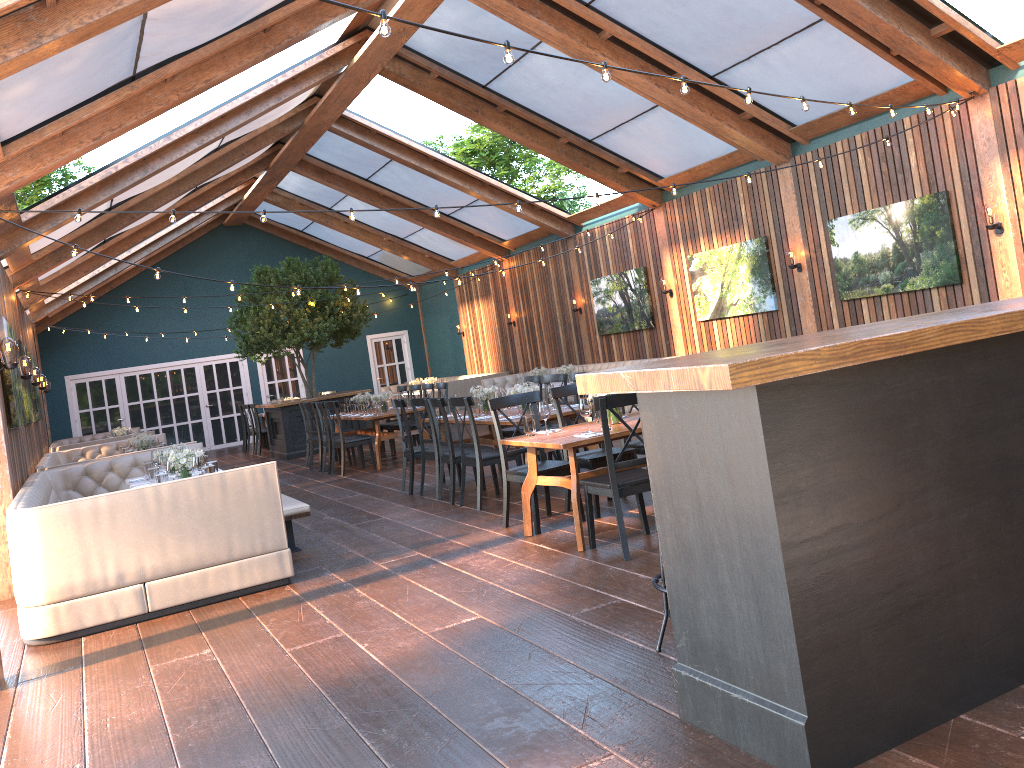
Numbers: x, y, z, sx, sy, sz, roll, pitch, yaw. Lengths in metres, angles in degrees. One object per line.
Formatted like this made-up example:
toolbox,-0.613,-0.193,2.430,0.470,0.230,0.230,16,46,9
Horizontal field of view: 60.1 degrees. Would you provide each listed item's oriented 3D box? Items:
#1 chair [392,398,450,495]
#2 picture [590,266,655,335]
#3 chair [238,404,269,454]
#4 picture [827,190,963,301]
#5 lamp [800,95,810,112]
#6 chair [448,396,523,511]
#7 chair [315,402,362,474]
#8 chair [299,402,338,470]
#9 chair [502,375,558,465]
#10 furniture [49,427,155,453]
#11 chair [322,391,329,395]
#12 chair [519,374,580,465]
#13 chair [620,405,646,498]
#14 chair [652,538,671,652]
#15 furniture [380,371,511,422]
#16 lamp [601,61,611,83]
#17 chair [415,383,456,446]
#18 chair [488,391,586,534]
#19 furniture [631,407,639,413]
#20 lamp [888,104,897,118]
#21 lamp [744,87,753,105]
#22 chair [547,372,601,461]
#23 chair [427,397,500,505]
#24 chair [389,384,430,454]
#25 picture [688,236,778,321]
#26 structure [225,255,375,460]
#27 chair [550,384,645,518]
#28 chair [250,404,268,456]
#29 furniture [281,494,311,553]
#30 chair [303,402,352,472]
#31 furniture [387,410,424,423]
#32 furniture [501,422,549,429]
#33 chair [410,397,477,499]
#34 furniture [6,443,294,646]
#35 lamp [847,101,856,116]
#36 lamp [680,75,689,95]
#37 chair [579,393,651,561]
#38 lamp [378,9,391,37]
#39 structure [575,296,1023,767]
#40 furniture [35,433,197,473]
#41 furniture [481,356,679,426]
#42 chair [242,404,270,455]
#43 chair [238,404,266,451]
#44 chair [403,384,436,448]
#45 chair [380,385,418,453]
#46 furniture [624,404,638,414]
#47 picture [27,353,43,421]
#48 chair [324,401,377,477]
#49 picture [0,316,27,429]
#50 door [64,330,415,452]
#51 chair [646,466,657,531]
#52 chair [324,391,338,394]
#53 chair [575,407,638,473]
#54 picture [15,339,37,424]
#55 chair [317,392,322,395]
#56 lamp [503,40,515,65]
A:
chair,-0.985,0.636,9.699,0.541,1.021,0.475,-8,-1,-19
picture,1.847,-1.379,14.999,0.065,0.999,1.644,-8,1,-26
chair,-5.467,0.911,18.702,0.541,1.021,0.475,-8,-1,-21
picture,4.301,-1.529,10.063,0.065,0.999,1.644,-8,1,-26
lamp,2.159,-2.067,6.521,0.056,0.120,0.056,-9,-1,20
chair,-0.238,0.590,8.207,0.541,1.021,0.475,-8,-1,-26
chair,-2.503,0.729,12.752,0.541,1.021,0.475,-8,-1,-24
chair,-2.987,0.757,13.758,0.541,1.021,0.475,-8,-1,-21
chair,0.136,0.441,10.275,0.541,1.021,0.475,-8,-1,-26
furniture,-7.911,1.433,17.094,1.716,0.860,4.142,-9,3,-26
chair,-4.070,0.697,18.786,0.541,1.021,0.475,-8,-1,-26
chair,0.383,0.426,9.774,0.542,1.021,0.475,-8,-1,-31
chair,1.170,0.414,7.399,0.479,1.021,0.537,-8,-1,-31
chair,0.828,0.770,3.787,0.470,0.736,0.465,-8,0,-39
furniture,-1.534,0.326,20.317,1.716,0.860,4.142,-9,3,-26
lamp,0.521,-1.744,4.941,0.056,0.121,0.056,-9,-1,-8
chair,-1.125,0.518,12.826,0.541,1.021,0.475,-8,-1,-21
chair,0.179,0.586,6.896,0.479,1.021,0.537,-8,-1,-31
furniture,2.178,0.442,10.382,0.314,0.399,2.320,-9,2,-26
lamp,3.250,-2.336,7.563,0.059,0.119,0.056,-9,-1,17
lamp,1.600,-1.954,6.000,0.056,0.120,0.056,-8,-1,-21
chair,0.630,0.411,9.275,0.541,1.021,0.475,-8,-1,-21
chair,-0.491,0.606,8.705,0.541,1.021,0.475,-8,-1,-21
chair,-1.619,0.548,13.826,0.542,1.021,0.475,-8,-1,-31
picture,3.085,-1.454,12.510,0.065,0.999,1.644,-8,1,-26
structure,-3.870,-0.591,16.620,2.722,3.701,2.842,-9,0,-18
chair,0.674,0.500,7.147,0.479,1.021,0.537,-8,-1,-26
chair,-4.916,0.872,17.730,0.541,1.021,0.475,-8,-1,-26
furniture,-2.256,1.212,8.131,0.314,0.399,2.320,-9,2,-26
chair,-2.772,0.748,13.242,0.542,1.021,0.475,-8,-1,-31
furniture,-2.498,0.726,19.843,0.314,0.399,2.320,-9,2,-26
furniture,0.183,0.563,14.419,0.314,0.399,2.320,-9,2,-26
chair,-0.709,0.617,9.205,0.542,1.021,0.475,-8,-1,-30
furniture,-3.239,1.150,7.642,1.716,0.860,4.142,-9,3,-26
lamp,2.705,-2.192,7.043,0.056,0.120,0.056,-9,-1,24
lamp,1.063,-1.848,5.469,0.056,0.121,0.056,-9,-1,-1
chair,0.735,0.552,5.770,0.479,1.021,0.537,-8,-1,-21
lamp,-0.562,-1.580,3.874,0.056,0.121,0.056,-8,-1,-33
structure,3.525,0.063,4.399,6.829,1.276,0.853,-10,0,-27
furniture,-5.240,1.271,11.690,1.716,0.860,4.142,-9,3,-26
furniture,1.132,0.164,14.922,1.716,0.860,4.142,-9,3,-26
chair,-5.207,0.894,18.209,0.542,1.021,0.475,-8,-1,-31
chair,-5.644,0.914,19.238,0.541,1.021,0.475,-8,-1,-21
chair,-1.372,0.533,13.326,0.541,1.021,0.475,-8,-1,-26
chair,-1.867,0.563,14.327,0.541,1.021,0.475,-8,-1,-26
furniture,3.128,0.043,10.882,1.716,0.860,4.142,-9,3,-26
picture,-7.256,0.066,13.447,0.065,0.999,1.644,-8,1,-26
chair,-2.256,0.714,12.252,0.542,1.021,0.475,-8,-1,-31
picture,-4.802,-0.084,8.510,0.065,0.999,1.644,-8,1,-26
door,-6.245,0.296,21.624,8.205,2.212,0.173,-10,-1,-27
chair,1.230,0.466,6.021,0.479,1.021,0.537,-8,-1,-31
chair,-3.833,0.684,18.261,0.542,1.021,0.475,-8,-1,-43
chair,0.878,0.396,8.774,0.541,1.021,0.475,-8,-1,-26
picture,-6.039,-0.009,11.000,0.065,0.999,1.644,-8,1,-26
chair,-4.318,0.712,19.286,0.541,1.021,0.475,-8,-1,-21
lamp,-0.020,-1.652,4.412,0.056,0.121,0.056,-8,-1,-10
